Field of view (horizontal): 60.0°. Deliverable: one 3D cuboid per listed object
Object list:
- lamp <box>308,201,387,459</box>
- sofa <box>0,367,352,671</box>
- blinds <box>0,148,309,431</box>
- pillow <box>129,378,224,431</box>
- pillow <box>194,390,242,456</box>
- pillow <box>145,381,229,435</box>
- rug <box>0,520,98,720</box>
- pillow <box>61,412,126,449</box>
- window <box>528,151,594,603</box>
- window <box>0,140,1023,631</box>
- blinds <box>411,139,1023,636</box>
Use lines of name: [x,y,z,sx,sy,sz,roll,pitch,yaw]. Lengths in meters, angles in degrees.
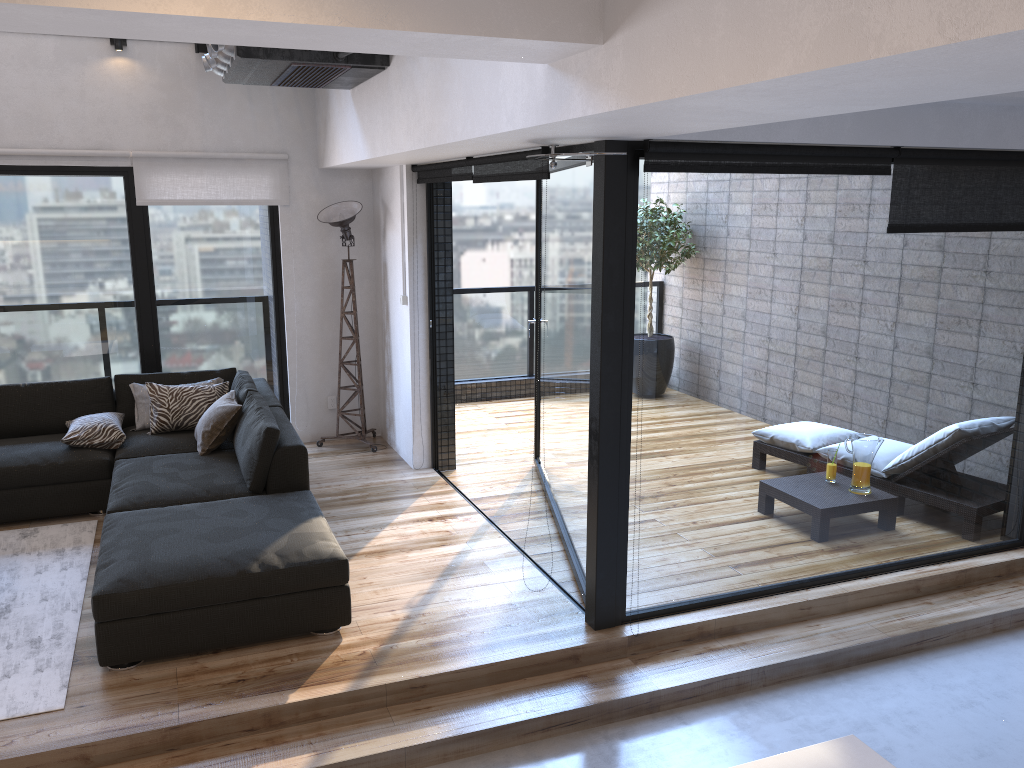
lamp: [-1.545,-0.354,6.238,1.466,1.833,0.424,-9,15,-35]
sofa: [-2.638,0.562,4.566,3.042,0.703,2.990,-5,13,-21]
blinds: [-4.044,-0.451,5.615,5.367,2.050,0.095,-5,13,-21]
pillow: [-2.197,0.137,5.844,0.611,0.295,0.234,-4,13,-20]
pillow: [-1.794,0.234,5.410,0.273,0.310,0.545,-5,13,-21]
pillow: [-2.080,0.139,5.720,0.531,0.315,0.250,-4,13,-17]
rug: [-2.790,1.051,3.919,1.636,0.003,2.107,-5,12,-21]
pillow: [-2.597,0.290,5.518,0.355,0.178,0.529,-5,13,-23]
window: [0.255,-0.190,4.953,0.100,2.057,2.441,-1,12,-4]
window: [-3.643,-1.549,3.720,13.391,5.585,5.648,-5,13,-21]
blinds: [0.756,-0.096,4.421,3.859,2.059,1.824,5,13,22]
